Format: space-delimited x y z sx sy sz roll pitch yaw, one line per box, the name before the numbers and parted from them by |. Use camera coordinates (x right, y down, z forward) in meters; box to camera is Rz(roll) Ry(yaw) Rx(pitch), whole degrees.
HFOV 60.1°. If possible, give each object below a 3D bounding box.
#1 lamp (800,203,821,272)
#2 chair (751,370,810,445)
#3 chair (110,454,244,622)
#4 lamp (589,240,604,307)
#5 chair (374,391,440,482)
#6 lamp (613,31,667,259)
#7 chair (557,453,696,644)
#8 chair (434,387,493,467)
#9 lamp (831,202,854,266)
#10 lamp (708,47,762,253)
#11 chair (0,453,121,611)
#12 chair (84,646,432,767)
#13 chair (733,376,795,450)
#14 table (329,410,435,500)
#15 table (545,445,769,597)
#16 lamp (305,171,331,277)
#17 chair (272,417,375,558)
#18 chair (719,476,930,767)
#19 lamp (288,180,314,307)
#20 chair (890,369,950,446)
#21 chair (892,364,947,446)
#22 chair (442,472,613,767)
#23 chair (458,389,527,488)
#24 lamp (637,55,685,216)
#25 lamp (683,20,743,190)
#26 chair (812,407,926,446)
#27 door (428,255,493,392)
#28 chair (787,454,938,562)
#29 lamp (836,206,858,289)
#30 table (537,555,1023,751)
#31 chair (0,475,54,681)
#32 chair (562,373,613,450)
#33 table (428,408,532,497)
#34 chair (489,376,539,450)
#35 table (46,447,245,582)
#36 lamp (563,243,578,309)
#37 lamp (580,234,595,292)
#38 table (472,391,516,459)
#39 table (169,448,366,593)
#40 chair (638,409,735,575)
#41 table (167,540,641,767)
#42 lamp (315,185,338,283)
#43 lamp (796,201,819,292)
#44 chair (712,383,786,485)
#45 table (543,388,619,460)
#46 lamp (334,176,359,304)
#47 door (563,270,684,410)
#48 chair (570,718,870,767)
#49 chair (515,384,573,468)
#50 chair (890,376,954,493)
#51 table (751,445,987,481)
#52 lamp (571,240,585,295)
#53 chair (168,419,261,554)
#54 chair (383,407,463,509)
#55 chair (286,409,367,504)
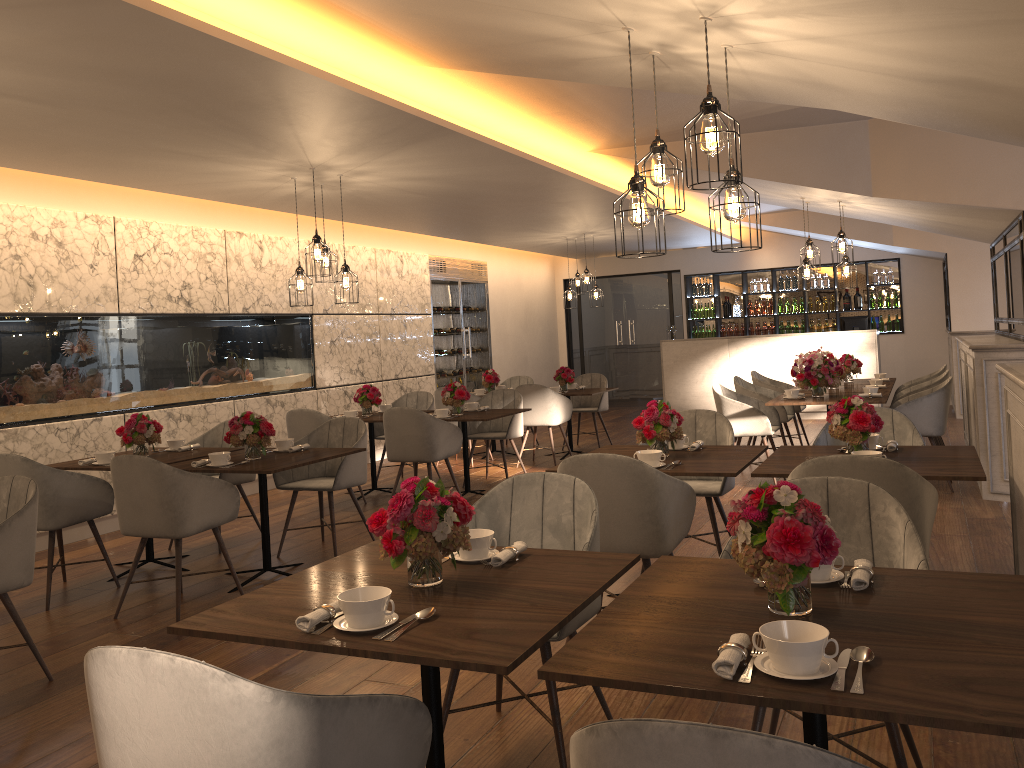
lamp | 2.759 -2.097 8.342 0.175 2.071 0.175 -3 0 27
chair | 2.796 0.285 9.242 0.525 0.872 0.566 -3 1 25
chair | -1.814 0.777 4.741 0.564 0.873 0.527 -3 1 25
lamp | 1.077 -2.061 11.819 0.175 2.071 0.175 -3 0 27
chair | -1.024 0.525 8.681 0.564 0.873 0.527 -3 1 25
lamp | 0.421 -1.507 3.280 0.175 2.071 0.175 -3 0 27
chair | 0.485 0.698 3.833 0.564 0.873 0.527 -3 1 25
chair | -0.554 0.444 9.730 0.564 0.873 0.527 -3 1 25
lamp | 2.830 -2.068 7.724 0.175 2.071 0.175 -3 0 27
lamp | 0.769 -1.525 3.257 0.175 2.071 0.175 -3 0 27
chair | -2.682 0.803 5.145 0.564 0.873 0.527 -3 1 25
chair | -0.493 0.863 1.726 0.564 0.873 0.527 -3 1 25
chair | 2.401 0.352 8.391 0.525 0.872 0.566 -3 1 25
table | -1.268 0.647 8.056 0.895 0.721 0.898 -2 2 25
table | 0.772 0.726 4.426 0.895 0.721 0.898 -2 2 25
lamp | -1.451 -1.811 6.393 0.175 2.071 0.175 -3 0 27
chair | -1.241 0.682 5.939 0.564 0.873 0.527 -3 1 25
chair | 0.906 0.743 2.540 0.564 0.873 0.527 -3 1 25
lamp | -1.650 -1.623 6.713 0.175 2.071 0.175 -3 0 27
chair | 3.611 0.314 7.847 0.525 0.872 0.566 -3 1 25
chair | 4.006 0.247 8.699 0.525 0.872 0.566 -3 1 25
chair | 0.037 0.769 2.944 0.564 0.873 0.527 -3 1 25
chair | -0.156 0.499 8.277 0.564 0.873 0.527 -3 1 25
lamp | 0.549 -1.723 3.579 0.175 2.071 0.175 -3 0 27
lamp | 0.620 -1.695 2.960 0.175 2.071 0.175 -3 0 27
chair | 1.884 0.578 4.647 0.564 0.873 0.527 -3 1 25
door | -0.673 -0.531 12.435 0.134 2.469 1.860 -3 1 25
chair | 1.353 0.671 3.429 0.564 0.873 0.527 -3 1 25
lamp | 2.979 -1.898 8.020 0.175 2.071 0.175 -3 0 27
table | 0.662 0.865 1.914 0.895 0.721 0.898 -2 2 25
chair | -2.284 0.858 3.692 0.564 0.873 0.527 -3 1 25
chair | 0.887 0.323 10.524 0.564 0.873 0.527 -3 1 25
table | -0.399 0.621 7.652 0.895 0.721 0.898 -2 2 25
chair | 0.019 0.349 10.928 0.564 0.873 0.527 -3 1 25
table | -2.353 0.831 5.718 0.895 0.721 0.898 -2 2 25
lamp | 0.729 -2.044 11.841 0.175 2.071 0.175 -3 0 27
lamp | 0.928 -2.232 11.522 0.175 2.071 0.175 -3 0 27
table | -0.225 0.471 10.303 0.895 0.721 0.898 -2 2 25
table | -1.485 0.804 5.314 0.895 0.721 0.898 -2 2 25
chair | 1.015 0.604 5.051 0.564 0.873 0.527 -3 1 25
table | -0.206 0.892 2.318 0.895 0.721 0.898 -2 2 25
lamp | -1.522 -1.840 7.012 0.175 2.071 0.175 -3 0 27
lamp | 2.632 -1.880 8.043 0.175 2.071 0.175 -3 0 27
chair | 2.005 0.418 7.539 0.525 0.872 0.566 -3 1 25
table | 0.644 0.445 9.899 0.895 0.721 0.898 -2 2 25
lamp | -1.302 -1.641 6.690 0.175 2.071 0.175 -3 0 27
door | 1.981 -0.723 15.320 2.103 2.335 0.274 -3 0 25
chair | 0.375 0.836 1.322 0.564 0.873 0.527 -3 1 25
chair | 0.315 0.417 9.326 0.564 0.873 0.527 -3 1 25
chair | 3.215 0.380 6.996 0.525 0.872 0.566 -3 1 25
table | 1.640 0.700 4.022 0.895 0.721 0.898 -2 2 25
lamp | 0.857 -2.260 12.140 0.175 2.071 0.175 -3 0 27
chair | -2.109 0.708 6.343 0.564 0.873 0.527 -3 1 25
chair | -0.728 0.593 7.079 0.564 0.873 0.527 -3 1 25
chair | -1.597 0.620 7.483 0.564 0.873 0.527 -3 1 25
